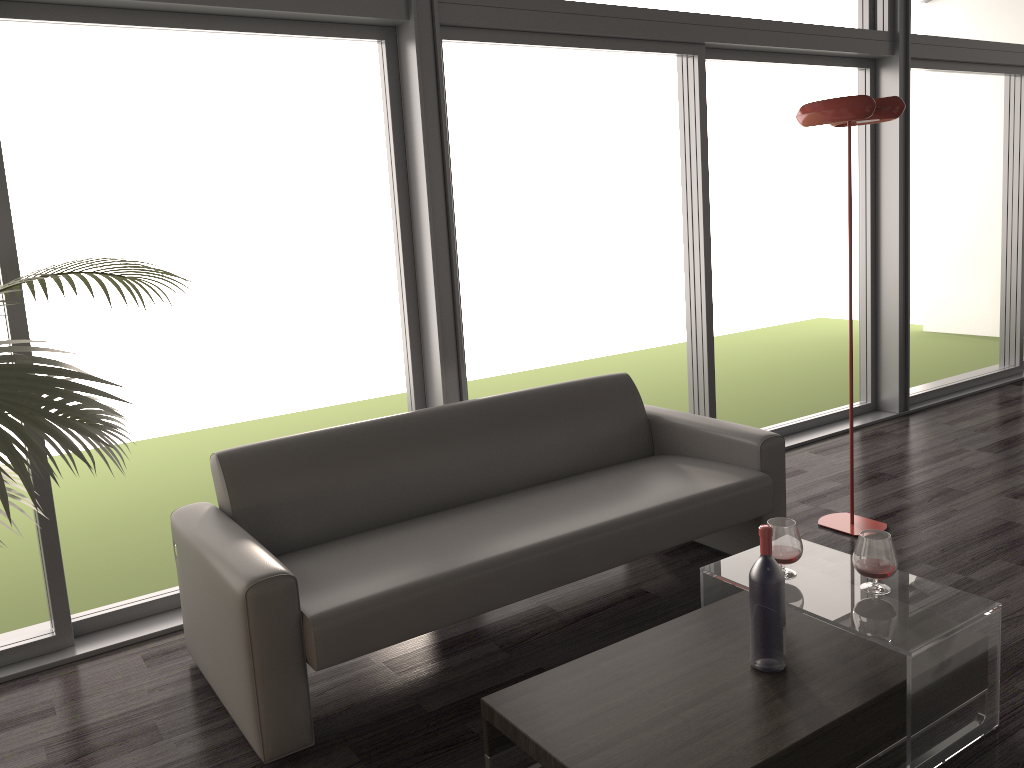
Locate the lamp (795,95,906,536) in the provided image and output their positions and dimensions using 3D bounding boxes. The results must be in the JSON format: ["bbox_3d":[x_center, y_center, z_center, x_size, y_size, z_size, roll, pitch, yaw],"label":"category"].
[{"bbox_3d":[1.415,-0.269,3.702,0.354,1.778,0.366,-9,10,-33],"label":"lamp"}]

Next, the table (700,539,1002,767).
[{"bbox_3d":[0.923,0.724,2.489,0.401,0.340,0.682,-10,12,-32],"label":"table"}]

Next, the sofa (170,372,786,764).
[{"bbox_3d":[-0.020,0.474,3.167,2.121,0.713,0.905,-11,12,-33],"label":"sofa"}]

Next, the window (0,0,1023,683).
[{"bbox_3d":[0.935,-1.272,4.680,9.774,3.451,0.386,-11,11,-33],"label":"window"}]

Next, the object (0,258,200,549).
[{"bbox_3d":[-1.502,0.327,1.925,2.126,1.657,1.723,-12,12,-38],"label":"object"}]

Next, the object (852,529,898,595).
[{"bbox_3d":[0.987,0.483,2.409,0.116,0.155,0.116,-8,10,-24],"label":"object"}]

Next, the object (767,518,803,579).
[{"bbox_3d":[0.775,0.471,2.545,0.116,0.155,0.116,-12,13,-42],"label":"object"}]

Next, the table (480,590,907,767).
[{"bbox_3d":[0.594,0.840,2.281,1.204,0.248,0.602,-11,13,-32],"label":"table"}]

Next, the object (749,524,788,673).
[{"bbox_3d":[0.640,0.533,2.224,0.093,0.368,0.093,-10,11,-34],"label":"object"}]
